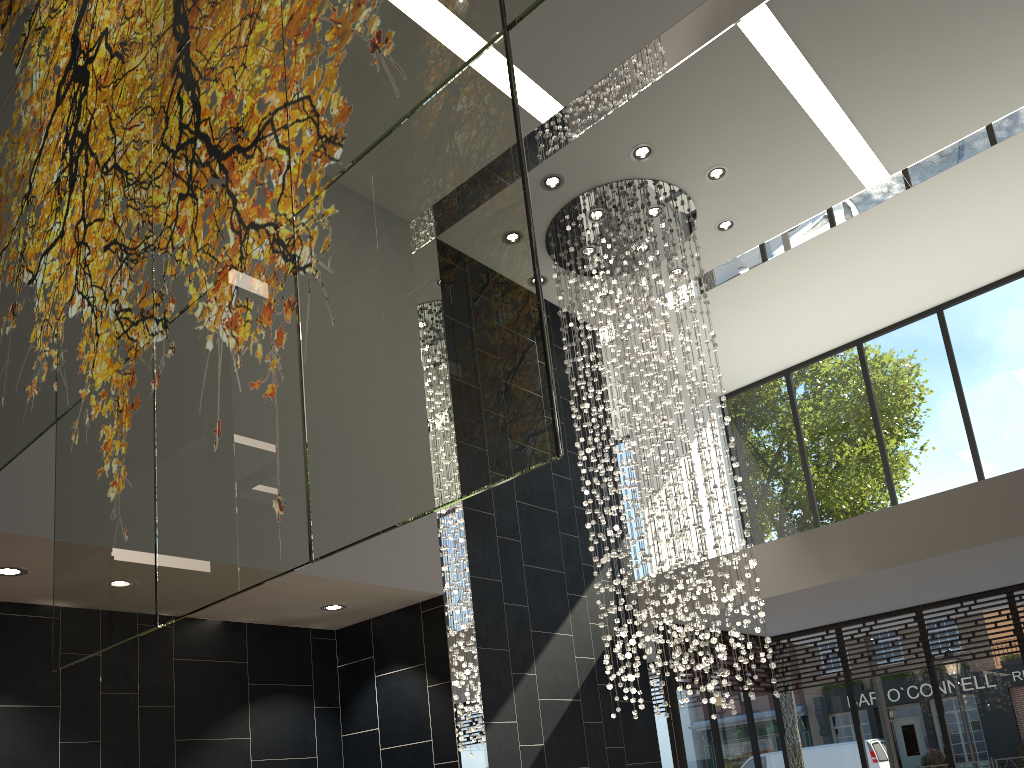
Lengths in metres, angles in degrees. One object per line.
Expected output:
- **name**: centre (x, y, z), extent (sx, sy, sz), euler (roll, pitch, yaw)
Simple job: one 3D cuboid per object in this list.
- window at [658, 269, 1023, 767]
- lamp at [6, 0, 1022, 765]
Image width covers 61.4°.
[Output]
- **window**: centre (4.478, 1.377, 7.487), extent (6.416, 5.603, 2.413), euler (-23, -23, 38)
- **lamp**: centre (-6.147, -41.766, 10.925), extent (400.509, 106.514, 428.479), euler (5, -27, -23)
